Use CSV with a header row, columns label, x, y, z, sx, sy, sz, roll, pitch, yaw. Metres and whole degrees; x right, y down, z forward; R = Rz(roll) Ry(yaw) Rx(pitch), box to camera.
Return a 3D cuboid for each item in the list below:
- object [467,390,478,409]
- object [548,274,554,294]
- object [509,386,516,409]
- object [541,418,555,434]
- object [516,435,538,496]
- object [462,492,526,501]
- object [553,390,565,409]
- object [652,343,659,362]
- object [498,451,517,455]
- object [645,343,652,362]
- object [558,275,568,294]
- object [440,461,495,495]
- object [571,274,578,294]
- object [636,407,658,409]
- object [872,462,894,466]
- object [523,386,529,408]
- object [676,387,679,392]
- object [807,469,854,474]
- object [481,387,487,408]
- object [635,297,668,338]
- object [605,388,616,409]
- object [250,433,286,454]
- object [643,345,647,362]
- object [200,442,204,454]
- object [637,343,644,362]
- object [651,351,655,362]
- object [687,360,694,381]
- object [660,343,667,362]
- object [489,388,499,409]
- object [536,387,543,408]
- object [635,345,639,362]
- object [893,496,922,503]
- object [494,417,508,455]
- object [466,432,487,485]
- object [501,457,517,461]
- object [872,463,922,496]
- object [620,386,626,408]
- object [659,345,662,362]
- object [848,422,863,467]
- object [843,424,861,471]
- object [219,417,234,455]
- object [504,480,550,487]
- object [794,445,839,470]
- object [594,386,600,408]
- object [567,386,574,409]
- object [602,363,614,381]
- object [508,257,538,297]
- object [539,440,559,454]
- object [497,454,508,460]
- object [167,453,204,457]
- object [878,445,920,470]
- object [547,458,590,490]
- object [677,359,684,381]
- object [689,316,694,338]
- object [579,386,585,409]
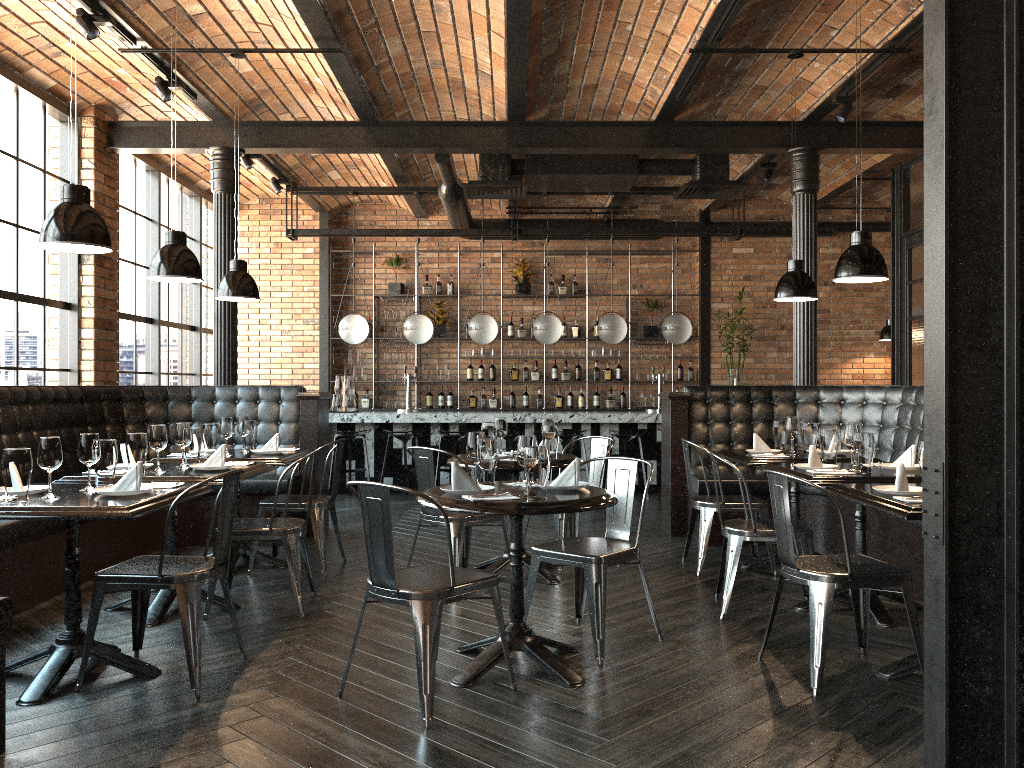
label,x,y,z,sx,sy,sz,roll,pitch,yaw
object,-0.531,0.204,11.847,0.151,0.248,0.094,0,0,-11
object,0.525,-1.322,11.851,0.083,0.282,0.083,0,0,0
object,0.005,0.178,11.823,0.086,0.297,0.086,0,0,34
object,0.230,0.338,5.574,0.092,0.244,0.092,0,0,-1
object,0.065,0.336,3.664,0.092,0.244,0.092,0,0,-3
object,-0.064,0.449,3.566,0.255,0.019,0.157,0,0,-20
object,0.630,0.204,11.848,0.151,0.248,0.094,0,0,9
object,1.909,-0.420,11.759,0.092,0.244,0.092,0,0,39
object,0.014,0.452,5.895,0.255,0.019,0.157,0,0,-40
object,1.810,-0.420,11.759,0.092,0.244,0.092,0,0,39
object,0.681,-1.319,11.852,0.123,0.279,0.123,0,0,4
object,-0.188,0.394,3.749,0.232,0.139,0.232,0,0,-4
object,0.839,-1.322,11.851,0.083,0.282,0.083,0,0,-15
object,1.867,0.318,11.795,0.437,0.019,0.273,0,0,0
object,2.089,0.451,5.025,0.255,0.019,0.157,0,0,0
object,0.186,0.178,11.856,0.086,0.298,0.086,0,0,-41
object,2.210,0.186,11.850,0.083,0.282,0.083,0,0,-15
object,1.667,0.450,4.594,0.255,0.019,0.157,0,0,5
object,-0.377,0.186,11.848,0.083,0.282,0.083,0,0,0
object,1.875,-0.886,11.816,0.374,0.560,0.398,0,0,-28
object,1.315,0.188,11.835,0.123,0.279,0.123,0,0,-11
object,-1.627,0.397,5.923,0.232,0.139,0.232,0,0,-3
object,1.809,-0.420,11.924,0.092,0.244,0.092,0,0,39
object,-2.071,0.397,5.928,0.232,0.139,0.232,0,0,-6
object,1.700,-0.420,11.759,0.092,0.244,0.092,0,0,39
object,1.908,-0.420,11.924,0.092,0.244,0.092,0,0,39
object,2.386,-0.178,11.850,0.083,0.282,0.083,0,0,10
object,2.012,-0.420,11.759,0.092,0.244,0.092,0,0,39
object,-0.238,0.188,11.834,0.123,0.279,0.123,0,0,14
object,0.369,0.186,11.848,0.083,0.282,0.083,0,0,-15
object,1.699,-0.420,11.924,0.092,0.244,0.092,0,0,39
object,1.649,0.449,3.486,0.255,0.019,0.157,0,0,0
object,-0.073,0.339,5.759,0.092,0.244,0.092,0,0,-1
object,-0.157,0.336,3.941,0.092,0.244,0.092,0,0,-37
object,0.052,0.451,5.391,0.157,0.019,0.255,0,0,30
object,1.635,0.394,3.718,0.232,0.139,0.232,0,0,33
object,1.485,0.177,11.853,0.086,0.299,0.086,0,0,-41
object,2.012,-0.420,11.924,0.092,0.244,0.092,0,0,39
object,1.906,0.337,4.927,0.092,0.244,0.092,0,0,17
object,1.811,0.337,4.715,0.092,0.244,0.092,0,0,-39
object,-1.856,0.339,5.763,0.092,0.244,0.092,0,0,-39
object,0.072,0.449,4.053,0.255,0.019,0.157,0,0,-40
object,1.642,0.396,4.789,0.232,0.139,0.232,0,0,-15
object,1.134,0.178,11.857,0.086,0.298,0.086,0,0,-41
object,0.784,0.179,11.862,0.086,0.298,0.086,0,0,-41
object,1.282,-0.160,11.849,0.151,0.248,0.094,0,0,9
object,0.135,-1.443,11.887,0.425,0.526,0.430,0,0,2
object,0.193,0.397,5.765,0.232,0.139,0.232,0,0,-30
object,-0.141,0.397,5.468,0.232,0.139,0.232,0,0,44
object,-2.070,0.452,5.705,0.255,0.019,0.157,0,0,0
object,2.110,0.396,4.801,0.232,0.139,0.232,0,0,-29
object,0.227,0.395,3.914,0.232,0.139,0.232,0,0,45
object,2.250,-0.186,11.854,0.086,0.299,0.086,0,0,-41
object,2.392,-0.757,11.878,0.086,0.298,0.086,0,0,-36
object,0.930,0.179,11.849,0.080,0.299,0.080,0,0,2
